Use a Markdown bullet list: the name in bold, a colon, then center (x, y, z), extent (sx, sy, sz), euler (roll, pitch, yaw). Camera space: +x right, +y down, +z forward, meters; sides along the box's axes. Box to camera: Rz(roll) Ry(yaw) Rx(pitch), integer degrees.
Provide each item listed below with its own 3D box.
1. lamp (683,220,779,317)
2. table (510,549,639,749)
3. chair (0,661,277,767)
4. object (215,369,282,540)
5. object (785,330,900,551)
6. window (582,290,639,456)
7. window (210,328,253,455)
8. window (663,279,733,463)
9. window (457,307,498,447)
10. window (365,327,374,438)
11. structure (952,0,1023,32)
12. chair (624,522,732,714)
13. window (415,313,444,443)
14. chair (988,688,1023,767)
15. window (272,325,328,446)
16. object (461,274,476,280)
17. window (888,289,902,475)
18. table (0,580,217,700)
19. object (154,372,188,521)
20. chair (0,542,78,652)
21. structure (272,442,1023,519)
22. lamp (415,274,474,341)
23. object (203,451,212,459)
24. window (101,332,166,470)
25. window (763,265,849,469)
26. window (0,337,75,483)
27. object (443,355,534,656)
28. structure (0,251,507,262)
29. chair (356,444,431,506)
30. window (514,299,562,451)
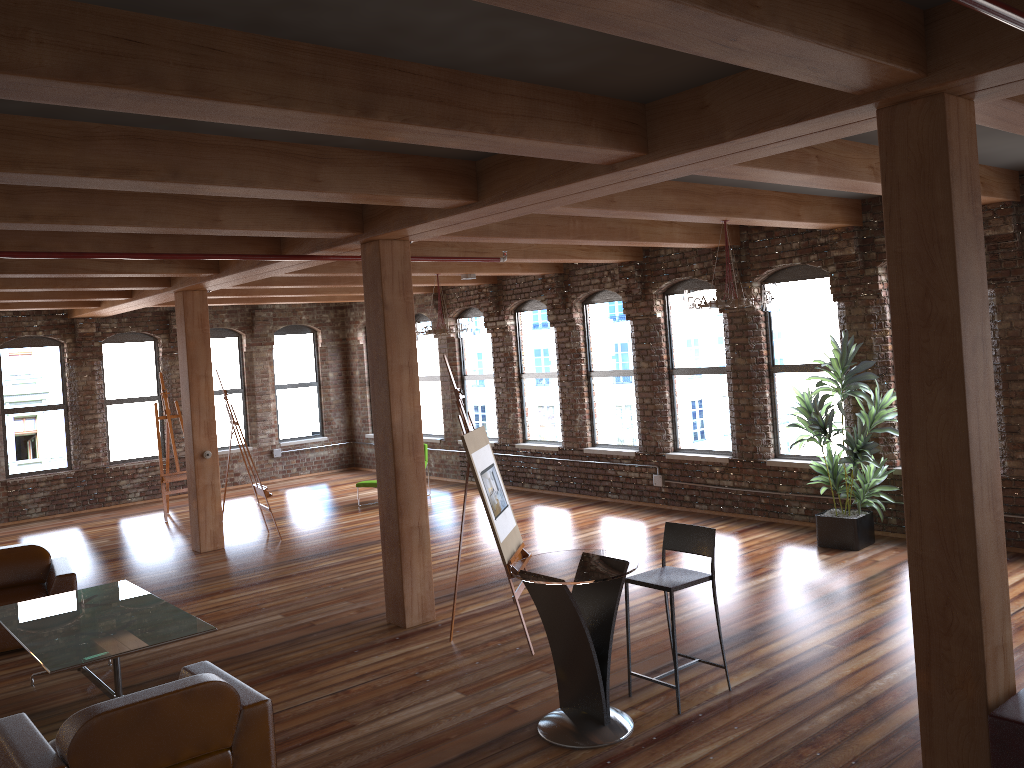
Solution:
- **lamp**: center (1.873, -1.013, 7.674), extent (0.809, 0.815, 0.810), euler (-4, 1, 3)
- **table**: center (0.382, 1.479, 4.989), extent (0.722, 0.924, 0.721), euler (-4, 1, -15)
- **chair**: center (-1.802, 1.752, 4.229), extent (1.066, 0.735, 0.829), euler (-5, 2, -40)
- **object**: center (-3.326, 0.864, 10.895), extent (0.686, 2.141, 0.661), euler (-4, 0, -30)
- **object**: center (3.226, 0.523, 8.714), extent (0.968, 2.103, 1.079), euler (-4, 0, -27)
- **window**: center (1.304, -0.171, 11.919), extent (0.237, 2.215, 0.967), euler (-4, 0, -40)
- **window**: center (-5.151, 0.118, 15.643), extent (0.970, 2.218, 0.218), euler (-4, 0, -40)
- **window**: center (2.238, -0.187, 10.789), extent (0.232, 2.215, 0.967), euler (-4, 0, -40)
- **window**: center (-0.566, -0.139, 14.172), extent (0.233, 2.215, 0.967), euler (-4, 0, -40)
- **window**: center (-2.454, -0.107, 16.450), extent (0.232, 2.215, 0.967), euler (-4, 0, -40)
- **structure**: center (1.051, -1.067, 2.256), extent (6.821, 0.112, 0.051), euler (-6, 2, -40)
- **chair**: center (0.978, 1.385, 5.372), extent (0.467, 0.982, 0.429), euler (-4, 0, -40)
- **window**: center (-1.502, -0.123, 15.301), extent (0.232, 2.215, 0.967), euler (-4, 0, -40)
- **chair**: center (2.562, 1.554, 3.348), extent (0.867, 0.593, 1.069), euler (-5, 2, -40)
- **window**: center (-4.010, -0.003, 16.593), extent (0.970, 2.218, 0.218), euler (-4, 0, -40)
- **object**: center (-0.558, -1.384, 11.373), extent (0.146, 0.072, 0.147), euler (-6, 3, -40)
- **window**: center (4.110, -0.219, 8.532), extent (0.235, 2.215, 0.967), euler (-4, 0, -40)
- **table**: center (-2.757, 1.833, 5.888), extent (0.941, 0.560, 1.868), euler (-5, 3, -40)
- **object**: center (-5.053, 0.885, 13.166), extent (0.663, 2.141, 0.684), euler (-4, 0, -45)
- **chair**: center (-4.222, 1.785, 7.359), extent (1.065, 0.735, 0.829), euler (-5, 2, -30)
- **structure**: center (1.159, 1.140, 11.974), extent (13.688, 0.313, 1.637), euler (-2, 3, 44)
- **lamp**: center (-0.899, -0.965, 11.018), extent (0.809, 0.815, 0.809), euler (-4, 1, -4)
- **object**: center (-3.586, 0.833, 10.435), extent (0.096, 0.095, 0.061), euler (-5, 1, -40)
- **window**: center (-6.279, 0.243, 14.701), extent (0.970, 2.228, 0.221), euler (-4, 0, -40)
- **window**: center (3.175, -0.203, 9.661), extent (0.235, 2.215, 0.967), euler (-4, 0, -40)
- **window**: center (-7.404, 0.362, 13.765), extent (0.970, 2.228, 0.221), euler (-4, 0, -40)
- **object**: center (-0.198, 0.833, 6.586), extent (0.684, 2.141, 0.702), euler (-4, 0, 10)
- **structure**: center (-2.660, -1.004, 6.733), extent (6.821, 0.112, 0.051), euler (-6, 2, -40)
- **chair**: center (-1.758, 1.332, 13.091), extent (0.679, 0.796, 0.958), euler (-4, 1, 25)
- **window**: center (0.366, -0.155, 13.045), extent (0.230, 2.215, 0.967), euler (-4, 0, -40)
